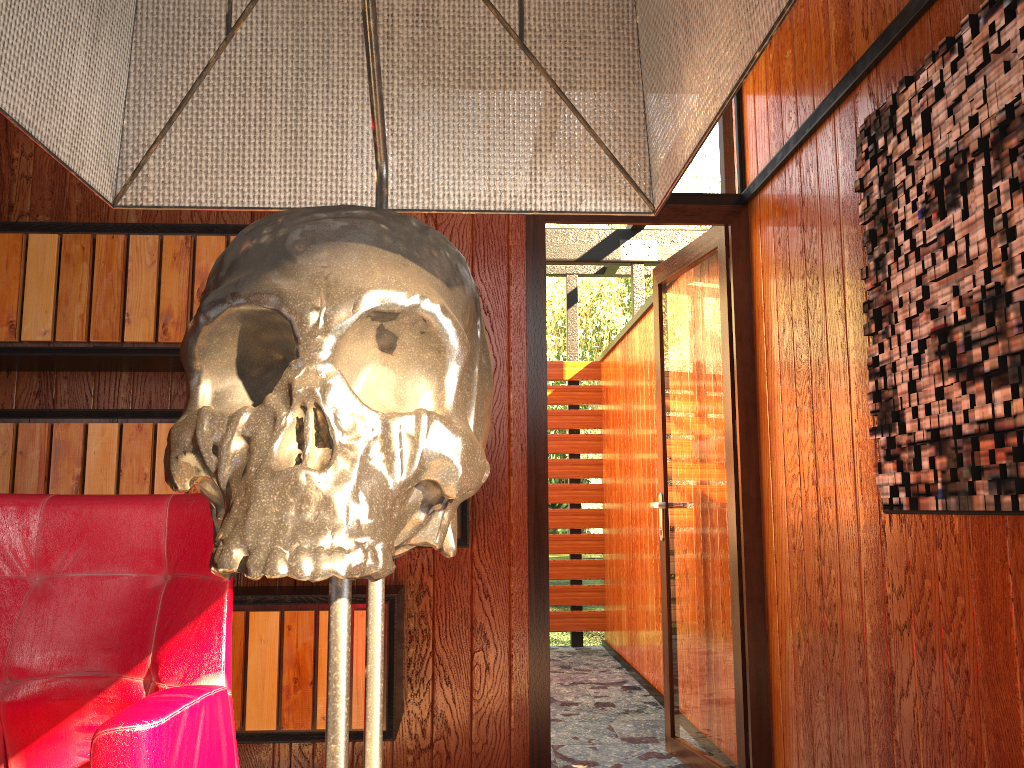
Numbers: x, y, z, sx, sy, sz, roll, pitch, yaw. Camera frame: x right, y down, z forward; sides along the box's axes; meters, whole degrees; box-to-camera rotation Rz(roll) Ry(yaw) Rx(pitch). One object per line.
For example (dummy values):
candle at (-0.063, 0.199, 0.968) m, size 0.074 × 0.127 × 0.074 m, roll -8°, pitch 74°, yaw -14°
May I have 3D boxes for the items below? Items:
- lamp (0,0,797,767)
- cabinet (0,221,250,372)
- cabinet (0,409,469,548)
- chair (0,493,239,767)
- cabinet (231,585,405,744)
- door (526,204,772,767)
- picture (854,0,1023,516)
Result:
lamp at (-0.063, -0.032, 0.348) m, size 0.316 × 0.732 × 0.316 m, roll 0°, pitch -8°, yaw -3°
cabinet at (-1.155, -0.253, 2.673) m, size 1.653 × 0.390 × 0.321 m, roll 0°, pitch -8°, yaw -3°
cabinet at (-0.954, 0.283, 2.608) m, size 1.653 × 0.390 × 0.321 m, roll 0°, pitch -8°, yaw -3°
chair at (-0.767, 0.647, 1.390) m, size 0.621 × 0.956 × 0.839 m, roll 0°, pitch -8°, yaw -3°
cabinet at (-1.150, 0.792, 2.525) m, size 1.653 × 0.390 × 0.321 m, roll 0°, pitch -8°, yaw -3°
door at (0.406, 0.419, 3.182) m, size 0.751 × 1.955 × 0.734 m, roll 0°, pitch -8°, yaw -3°
picture at (0.824, -0.217, 1.512) m, size 0.061 × 0.873 × 0.916 m, roll 0°, pitch -8°, yaw -3°
